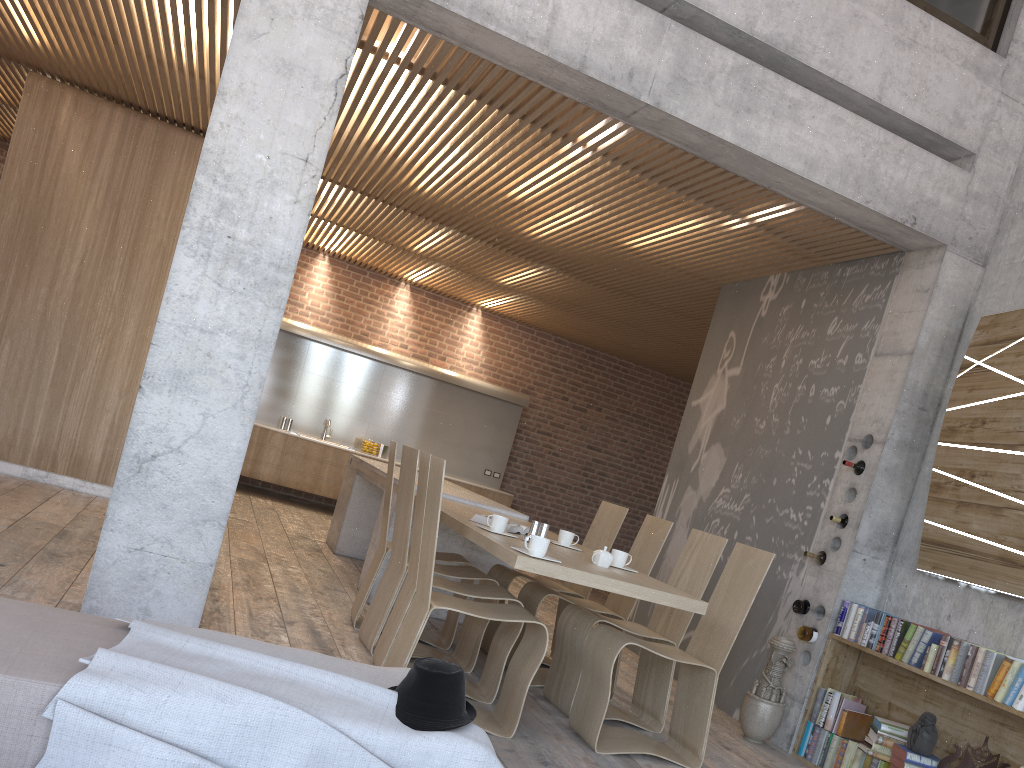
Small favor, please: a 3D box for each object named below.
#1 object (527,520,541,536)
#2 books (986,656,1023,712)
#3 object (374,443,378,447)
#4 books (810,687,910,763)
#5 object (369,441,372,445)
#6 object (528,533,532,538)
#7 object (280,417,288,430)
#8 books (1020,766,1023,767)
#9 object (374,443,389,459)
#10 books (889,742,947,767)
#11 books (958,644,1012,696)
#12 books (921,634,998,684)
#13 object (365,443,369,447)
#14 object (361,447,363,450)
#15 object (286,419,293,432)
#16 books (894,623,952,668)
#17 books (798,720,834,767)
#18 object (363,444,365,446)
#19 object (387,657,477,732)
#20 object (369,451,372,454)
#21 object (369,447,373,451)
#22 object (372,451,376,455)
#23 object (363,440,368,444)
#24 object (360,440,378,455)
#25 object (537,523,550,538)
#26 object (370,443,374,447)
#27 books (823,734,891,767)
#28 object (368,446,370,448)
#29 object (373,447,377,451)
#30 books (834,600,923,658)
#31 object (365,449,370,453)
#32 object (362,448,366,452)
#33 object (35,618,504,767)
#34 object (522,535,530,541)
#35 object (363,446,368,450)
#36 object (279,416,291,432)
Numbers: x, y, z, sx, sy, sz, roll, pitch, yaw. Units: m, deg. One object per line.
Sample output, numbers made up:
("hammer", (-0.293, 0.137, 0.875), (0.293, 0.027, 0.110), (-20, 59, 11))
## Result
("object", (0.117, 0.791, 4.717), (0.051, 0.110, 0.053), (17, 2, 26))
("books", (2.487, 1.464, 4.249), (0.192, 0.229, 0.246), (16, -1, -19))
("object", (-1.783, 0.798, 11.452), (0.050, 0.060, 0.059), (16, -1, 16))
("books", (2.080, 2.014, 5.145), (0.303, 0.262, 0.710), (17, -4, -13))
("object", (-1.856, 0.775, 11.453), (0.050, 0.054, 0.063), (16, -2, 18))
("object", (0.105, 0.815, 4.656), (0.051, 0.045, 0.051), (16, -1, -1))
("object", (-2.913, 0.504, 11.195), (0.060, 0.160, 0.059), (16, 2, -3))
("books", (2.434, 1.974, 4.156), (0.221, 0.324, 0.248), (16, 0, -16))
("object", (-1.751, 0.890, 11.713), (0.192, 0.171, 0.189), (16, -1, -8))
("books", (2.158, 2.070, 4.676), (0.245, 0.211, 0.189), (16, -1, 2))
("books", (2.418, 1.463, 4.454), (0.192, 0.221, 0.153), (16, 0, -19))
("books", (2.372, 1.471, 4.665), (0.212, 0.221, 0.275), (16, -2, -20))
("object", (-1.881, 0.789, 11.389), (0.060, 0.052, 0.054), (15, -1, 29))
("object", (-1.946, 0.849, 11.475), (0.059, 0.057, 0.052), (16, -1, 18))
("object", (-2.848, 0.525, 11.219), (0.060, 0.160, 0.059), (16, 2, -3))
("books", (2.303, 1.472, 4.900), (0.192, 0.229, 0.197), (16, 0, -19))
("books", (1.908, 2.219, 5.411), (0.207, 0.221, 0.270), (16, -2, -19))
("object", (-1.914, 0.807, 11.436), (0.063, 0.053, 0.051), (17, -1, -12))
("object", (-0.237, 0.911, 2.618), (0.304, 0.169, 0.296), (18, -4, -31))
("object", (-1.835, 0.889, 11.457), (0.062, 0.056, 0.050), (17, -1, -28))
("object", (-1.837, 0.843, 11.393), (0.061, 0.055, 0.051), (16, -1, -5))
("object", (-1.795, 0.894, 11.415), (0.064, 0.052, 0.052), (17, -2, -35))
("object", (-1.914, 0.761, 11.449), (0.054, 0.052, 0.062), (17, -2, -26))
("object", (-1.858, 0.819, 11.452), (0.192, 0.175, 0.204), (17, -2, -19))
("object", (0.164, 0.800, 4.684), (0.051, 0.112, 0.053), (17, 2, 26))
("object", (-1.822, 0.795, 11.396), (0.050, 0.053, 0.064), (16, -2, 29))
("books", (2.058, 2.220, 5.060), (0.245, 0.238, 0.489), (16, -3, -18))
("object", (-1.854, 0.837, 11.418), (0.051, 0.053, 0.063), (16, -2, 24))
("object", (-1.793, 0.844, 11.435), (0.062, 0.054, 0.052), (17, -1, -28))
("books", (2.179, 1.468, 5.229), (0.217, 0.220, 0.484), (16, -4, -18))
("object", (-1.875, 0.869, 11.388), (0.050, 0.053, 0.064), (16, -2, 24))
("object", (-1.918, 0.858, 11.423), (0.062, 0.063, 0.075), (15, -2, 37))
("object", (-0.470, 1.119, 2.588), (1.598, 0.504, 1.045), (16, -4, -1))
("object", (0.078, 0.821, 4.660), (0.052, 0.019, 0.050), (19, -5, -36))
("object", (-1.901, 0.830, 11.366), (0.061, 0.054, 0.052), (16, -1, -7))
("object", (-2.875, 0.496, 11.206), (0.146, 0.211, 0.052), (16, 3, -19))
